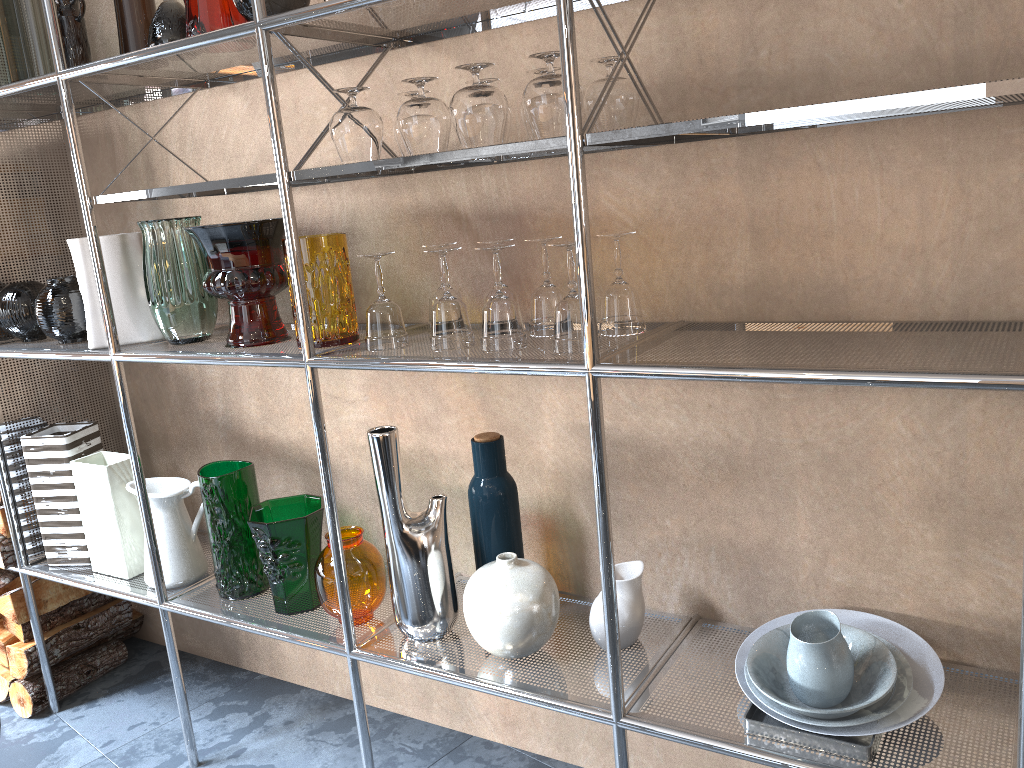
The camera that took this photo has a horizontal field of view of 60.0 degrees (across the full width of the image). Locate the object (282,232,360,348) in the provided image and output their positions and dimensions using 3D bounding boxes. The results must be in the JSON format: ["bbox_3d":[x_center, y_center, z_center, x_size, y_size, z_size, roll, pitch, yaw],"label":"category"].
[{"bbox_3d":[-0.365,-0.180,1.698,0.120,0.206,0.120,-8,12,-10],"label":"object"}]

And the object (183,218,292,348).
[{"bbox_3d":[-0.533,-0.205,1.798,0.216,0.243,0.218,0,13,22],"label":"object"}]

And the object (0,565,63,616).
[{"bbox_3d":[-1.364,0.548,2.526,0.099,0.131,0.309,1,14,28],"label":"object"}]

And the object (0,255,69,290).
[{"bbox_3d":[-1.316,-0.262,2.284,0.110,0.109,0.321,2,15,32],"label":"object"}]

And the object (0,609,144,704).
[{"bbox_3d":[-1.295,0.785,2.601,0.154,0.131,0.428,2,15,32],"label":"object"}]

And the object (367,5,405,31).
[{"bbox_3d":[-0.235,-0.744,1.609,0.071,0.184,0.070,-4,12,8],"label":"object"}]

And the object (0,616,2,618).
[{"bbox_3d":[-1.402,0.610,2.574,0.107,0.098,0.330,1,14,28],"label":"object"}]

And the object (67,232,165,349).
[{"bbox_3d":[-0.894,-0.217,2.018,0.175,0.241,0.165,-10,13,-22],"label":"object"}]

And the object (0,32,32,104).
[{"bbox_3d":[-1.201,-0.814,2.041,0.122,0.313,0.122,-15,15,-36],"label":"object"}]

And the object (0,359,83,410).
[{"bbox_3d":[-1.317,-0.003,2.356,0.121,0.107,0.308,1,14,28],"label":"object"}]

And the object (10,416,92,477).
[{"bbox_3d":[-1.284,0.181,2.389,0.111,0.120,0.310,2,14,31],"label":"object"}]

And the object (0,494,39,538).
[{"bbox_3d":[-1.263,0.319,2.418,0.095,0.088,0.303,2,14,30],"label":"object"}]

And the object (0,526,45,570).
[{"bbox_3d":[-1.287,0.391,2.423,0.126,0.112,0.287,2,14,31],"label":"object"}]

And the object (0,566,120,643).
[{"bbox_3d":[-1.270,0.601,2.505,0.109,0.135,0.288,3,15,35],"label":"object"}]

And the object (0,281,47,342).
[{"bbox_3d":[-1.204,-0.180,2.207,0.148,0.146,0.150,-3,13,12],"label":"object"}]

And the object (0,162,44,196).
[{"bbox_3d":[-1.377,-0.506,2.269,0.151,0.119,0.300,3,15,34],"label":"object"}]

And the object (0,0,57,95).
[{"bbox_3d":[-1.063,-0.779,1.961,0.112,0.253,0.113,2,14,32],"label":"object"}]

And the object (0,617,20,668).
[{"bbox_3d":[-1.332,0.672,2.545,0.095,0.135,0.329,1,14,28],"label":"object"}]

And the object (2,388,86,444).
[{"bbox_3d":[-1.314,0.088,2.362,0.135,0.114,0.299,2,14,29],"label":"object"}]

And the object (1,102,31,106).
[{"bbox_3d":[-1.368,-0.726,2.209,0.126,0.112,0.287,2,15,32],"label":"object"}]

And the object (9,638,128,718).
[{"bbox_3d":[-1.241,0.813,2.498,0.103,0.110,0.312,1,14,28],"label":"object"}]

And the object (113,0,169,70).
[{"bbox_3d":[-0.754,-0.772,1.765,0.092,0.268,0.092,-14,15,-34],"label":"object"}]

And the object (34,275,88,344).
[{"bbox_3d":[-1.055,-0.178,2.115,0.151,0.154,0.151,3,15,35],"label":"object"}]

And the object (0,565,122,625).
[{"bbox_3d":[-1.251,0.553,2.463,0.105,0.105,0.331,1,14,28],"label":"object"}]

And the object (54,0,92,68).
[{"bbox_3d":[-0.926,-0.752,1.867,0.058,0.215,0.077,-13,14,-30],"label":"object"}]

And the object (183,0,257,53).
[{"bbox_3d":[-0.557,-0.758,1.644,0.127,0.254,0.126,-9,13,-14],"label":"object"}]

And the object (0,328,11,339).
[{"bbox_3d":[-1.312,-0.170,2.311,0.107,0.105,0.330,1,14,29],"label":"object"}]

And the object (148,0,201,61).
[{"bbox_3d":[-0.657,-0.692,1.726,0.108,0.109,0.109,-13,14,-31],"label":"object"}]

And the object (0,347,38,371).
[{"bbox_3d":[-1.463,-0.029,2.467,0.140,0.150,0.312,1,14,28],"label":"object"}]

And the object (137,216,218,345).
[{"bbox_3d":[-0.707,-0.219,1.889,0.144,0.264,0.142,-12,14,-27],"label":"object"}]

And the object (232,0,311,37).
[{"bbox_3d":[-0.428,-0.701,1.575,0.149,0.149,0.148,-9,13,-14],"label":"object"}]

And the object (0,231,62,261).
[{"bbox_3d":[-1.336,-0.354,2.274,0.107,0.110,0.331,2,14,30],"label":"object"}]

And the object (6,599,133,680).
[{"bbox_3d":[-1.233,0.709,2.493,0.110,0.109,0.321,2,15,32],"label":"object"}]

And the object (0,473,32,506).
[{"bbox_3d":[-1.311,0.236,2.447,0.143,0.143,0.286,2,14,31],"label":"object"}]

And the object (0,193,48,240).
[{"bbox_3d":[-1.347,-0.418,2.255,0.097,0.120,0.308,1,14,27],"label":"object"}]
